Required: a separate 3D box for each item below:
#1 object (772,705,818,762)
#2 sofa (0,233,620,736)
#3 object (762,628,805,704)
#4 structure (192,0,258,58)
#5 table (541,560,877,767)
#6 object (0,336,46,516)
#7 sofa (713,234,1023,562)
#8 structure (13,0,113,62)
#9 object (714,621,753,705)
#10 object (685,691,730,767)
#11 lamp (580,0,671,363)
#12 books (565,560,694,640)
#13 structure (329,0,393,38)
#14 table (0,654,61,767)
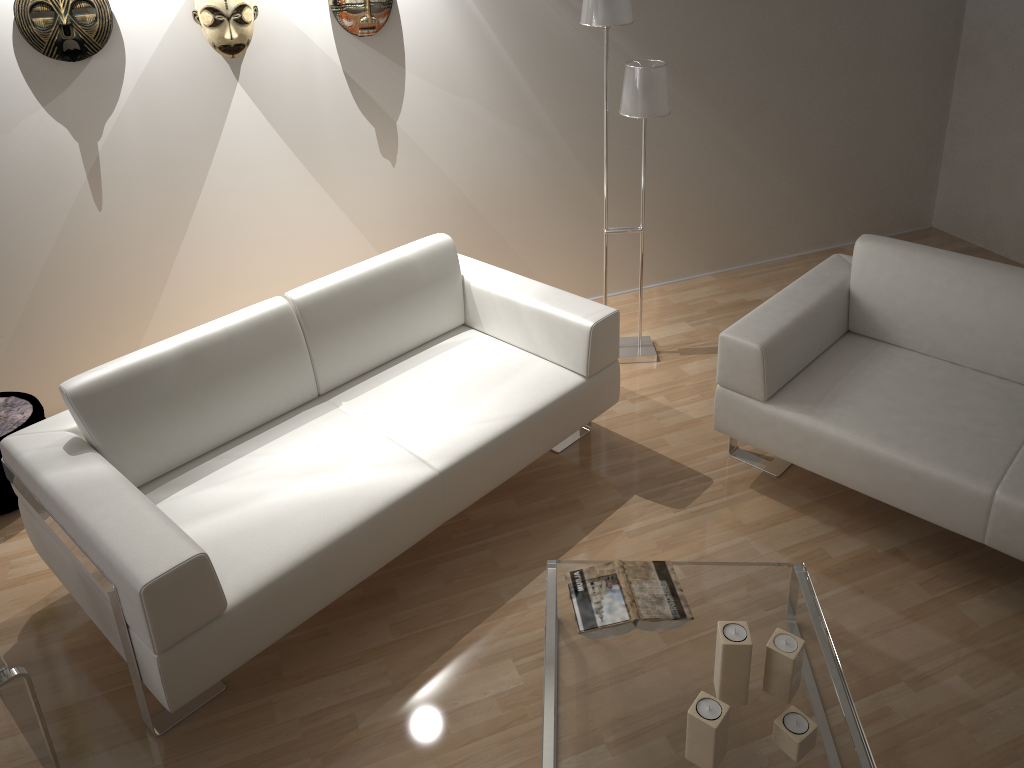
[{"bbox_3d":[0.605,0.742,1.871,0.069,0.070,0.070,-20,32,-31],"label":"object"},{"bbox_3d":[-0.535,0.119,2.877,0.931,0.696,1.847,21,37,37],"label":"sofa"},{"bbox_3d":[0.616,0.634,1.986,0.068,0.142,0.070,17,31,35],"label":"object"},{"bbox_3d":[-1.073,-1.384,3.298,0.245,0.309,0.137,-12,26,-18],"label":"structure"},{"bbox_3d":[0.430,0.786,2.111,0.700,0.235,0.846,0,29,4],"label":"table"},{"bbox_3d":[-1.872,-0.205,2.846,0.441,1.386,0.531,-6,25,-7],"label":"object"},{"bbox_3d":[1.641,0.122,2.722,1.833,0.696,0.938,24,37,38],"label":"sofa"},{"bbox_3d":[-1.597,-1.303,3.123,0.320,0.297,0.073,-13,26,-19],"label":"structure"},{"bbox_3d":[0.497,0.623,1.971,0.067,0.185,0.071,-1,25,4],"label":"object"},{"bbox_3d":[0.411,0.727,1.839,0.068,0.142,0.070,17,31,35],"label":"object"},{"bbox_3d":[0.468,-0.856,3.636,0.365,1.571,0.221,-3,24,-1],"label":"lamp"},{"bbox_3d":[0.295,0.545,2.250,0.292,0.053,0.216,-5,30,-5],"label":"books"},{"bbox_3d":[-0.593,-1.554,3.483,0.267,0.333,0.079,-12,26,-19],"label":"structure"},{"bbox_3d":[-1.457,0.795,2.083,0.566,0.377,0.481,23,36,38],"label":"table"}]
